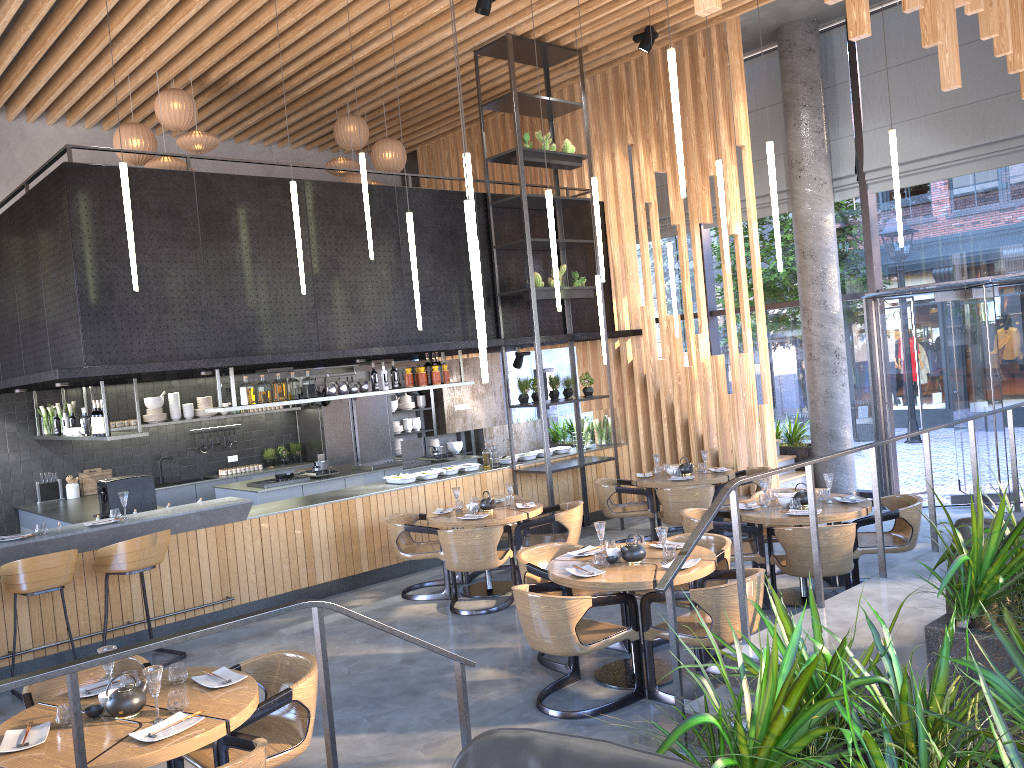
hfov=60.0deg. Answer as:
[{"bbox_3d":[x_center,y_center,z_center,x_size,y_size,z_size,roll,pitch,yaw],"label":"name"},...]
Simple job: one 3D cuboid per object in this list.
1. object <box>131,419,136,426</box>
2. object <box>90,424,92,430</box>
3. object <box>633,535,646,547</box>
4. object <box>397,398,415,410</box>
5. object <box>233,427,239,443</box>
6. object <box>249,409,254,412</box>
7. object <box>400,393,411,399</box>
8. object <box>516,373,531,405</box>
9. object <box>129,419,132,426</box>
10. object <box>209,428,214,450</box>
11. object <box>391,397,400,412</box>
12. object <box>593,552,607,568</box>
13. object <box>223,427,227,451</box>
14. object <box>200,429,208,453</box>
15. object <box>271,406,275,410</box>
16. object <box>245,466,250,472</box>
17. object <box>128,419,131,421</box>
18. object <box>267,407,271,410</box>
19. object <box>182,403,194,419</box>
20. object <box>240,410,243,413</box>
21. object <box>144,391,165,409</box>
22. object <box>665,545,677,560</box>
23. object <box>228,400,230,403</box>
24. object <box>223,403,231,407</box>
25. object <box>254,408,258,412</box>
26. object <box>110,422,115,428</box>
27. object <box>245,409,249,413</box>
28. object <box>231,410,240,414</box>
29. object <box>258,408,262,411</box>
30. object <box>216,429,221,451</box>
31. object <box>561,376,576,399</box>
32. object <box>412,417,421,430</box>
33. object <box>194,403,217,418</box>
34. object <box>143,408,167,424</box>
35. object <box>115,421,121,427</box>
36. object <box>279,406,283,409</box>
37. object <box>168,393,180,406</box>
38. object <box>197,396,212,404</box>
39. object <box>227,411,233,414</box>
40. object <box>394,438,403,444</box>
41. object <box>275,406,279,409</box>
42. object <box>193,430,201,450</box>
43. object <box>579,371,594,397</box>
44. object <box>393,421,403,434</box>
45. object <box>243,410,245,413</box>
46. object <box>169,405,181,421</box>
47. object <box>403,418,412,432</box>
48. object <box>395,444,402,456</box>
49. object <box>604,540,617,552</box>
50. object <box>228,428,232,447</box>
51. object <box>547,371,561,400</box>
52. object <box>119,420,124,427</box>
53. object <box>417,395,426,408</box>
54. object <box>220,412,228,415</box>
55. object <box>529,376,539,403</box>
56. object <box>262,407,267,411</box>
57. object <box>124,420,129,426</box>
[{"bbox_3d":[-4.987,0.506,11.681,0.062,0.078,0.062,-4,2,44],"label":"object"},{"bbox_3d":[-5.428,0.551,11.479,0.062,0.078,0.062,-6,2,-36],"label":"object"},{"bbox_3d":[0.874,1.091,6.103,0.086,0.086,0.086,-6,1,-16],"label":"object"},{"bbox_3d":[-1.752,0.329,14.598,0.304,0.195,0.300,-6,2,-30],"label":"object"},{"bbox_3d":[-3.983,0.723,12.771,0.074,0.256,0.074,-5,1,4],"label":"object"},{"bbox_3d":[-3.744,0.367,12.741,0.062,0.078,0.062,-6,2,-36],"label":"object"},{"bbox_3d":[-1.763,0.196,14.598,0.204,0.106,0.204,-5,1,15],"label":"object"},{"bbox_3d":[0.140,0.050,10.200,0.186,0.367,0.196,-5,1,4],"label":"object"},{"bbox_3d":[-5.032,0.509,11.732,0.062,0.078,0.062,-4,2,44],"label":"object"},{"bbox_3d":[-4.264,0.779,12.565,0.062,0.306,0.038,-7,2,-41],"label":"object"},{"bbox_3d":[-1.964,0.329,14.335,0.249,0.243,0.248,-6,2,-41],"label":"object"},{"bbox_3d":[0.562,1.130,5.684,0.086,0.086,0.086,-5,1,6],"label":"object"},{"bbox_3d":[-4.114,0.791,12.706,0.033,0.363,0.024,-7,2,-41],"label":"object"},{"bbox_3d":[-4.351,0.804,12.493,0.104,0.336,0.031,-7,2,-42],"label":"object"},{"bbox_3d":[-3.497,0.339,12.958,0.062,0.078,0.062,-6,2,-36],"label":"object"},{"bbox_3d":[-3.787,1.213,12.691,0.062,0.078,0.062,-6,2,-36],"label":"object"},{"bbox_3d":[-5.080,0.512,11.786,0.062,0.078,0.062,-4,2,44],"label":"object"},{"bbox_3d":[-3.545,0.344,12.916,0.062,0.078,0.062,-6,2,-36],"label":"object"},{"bbox_3d":[-4.458,0.377,12.218,0.143,0.214,0.149,-6,1,-12],"label":"object"},{"bbox_3d":[-3.888,0.379,12.801,0.062,0.078,0.062,-6,2,-36],"label":"object"},{"bbox_3d":[-4.818,0.232,11.940,0.249,0.243,0.248,-6,2,-41],"label":"object"},{"bbox_3d":[1.017,1.088,5.722,0.086,0.086,0.086,-4,2,35],"label":"object"},{"bbox_3d":[-4.025,0.273,12.563,0.019,0.082,0.111,-7,2,-41],"label":"object"},{"bbox_3d":[-4.047,0.312,12.592,0.118,0.083,0.118,-4,2,37],"label":"object"},{"bbox_3d":[-3.694,0.362,12.784,0.062,0.078,0.062,-6,2,-36],"label":"object"},{"bbox_3d":[-5.185,0.528,11.507,0.062,0.078,0.062,-4,2,44],"label":"object"},{"bbox_3d":[-3.795,0.373,12.695,0.062,0.078,0.062,-6,2,-36],"label":"object"},{"bbox_3d":[-3.907,0.388,12.536,0.146,0.073,0.146,-5,2,21],"label":"object"},{"bbox_3d":[-3.645,0.356,12.828,0.062,0.078,0.062,-6,2,-36],"label":"object"},{"bbox_3d":[-4.189,0.786,12.640,0.068,0.337,0.024,-7,2,-41],"label":"object"},{"bbox_3d":[0.686,0.029,10.706,0.211,0.283,0.221,-6,2,-28],"label":"object"},{"bbox_3d":[-1.583,0.660,14.715,0.143,0.214,0.149,-6,1,-12],"label":"object"},{"bbox_3d":[-4.281,0.366,12.385,0.304,0.195,0.300,-6,2,-30],"label":"object"},{"bbox_3d":[-4.802,0.426,11.926,0.304,0.195,0.300,-6,2,-30],"label":"object"},{"bbox_3d":[-5.135,0.523,11.551,0.062,0.078,0.062,-4,2,44],"label":"object"},{"bbox_3d":[-3.398,0.328,13.045,0.062,0.078,0.062,-6,2,-36],"label":"object"},{"bbox_3d":[-4.607,0.228,12.096,0.143,0.214,0.149,-6,1,-12],"label":"object"},{"bbox_3d":[-4.293,0.234,12.384,0.204,0.106,0.204,-5,1,15],"label":"object"},{"bbox_3d":[-4.022,0.391,12.658,0.118,0.083,0.118,-6,1,-9],"label":"object"},{"bbox_3d":[-1.864,0.932,14.392,0.204,0.106,0.204,-5,1,15],"label":"object"},{"bbox_3d":[-3.447,0.333,13.002,0.062,0.078,0.062,-6,2,-36],"label":"object"},{"bbox_3d":[-4.413,0.784,12.385,0.103,0.280,0.103,-5,1,1],"label":"object"},{"bbox_3d":[0.897,-0.003,10.622,0.172,0.311,0.179,-5,1,15],"label":"object"},{"bbox_3d":[-1.926,0.709,14.424,0.304,0.195,0.300,-6,2,-30],"label":"object"},{"bbox_3d":[-3.840,0.376,12.747,0.062,0.078,0.062,-6,2,-36],"label":"object"},{"bbox_3d":[-4.592,0.392,12.100,0.143,0.214,0.149,-6,1,-12],"label":"object"},{"bbox_3d":[-1.716,0.676,14.598,0.143,0.214,0.149,-6,1,-12],"label":"object"},{"bbox_3d":[-1.852,1.064,14.392,0.304,0.195,0.300,-6,2,-30],"label":"object"},{"bbox_3d":[0.671,1.111,6.050,0.086,0.086,0.086,-6,1,-16],"label":"object"},{"bbox_3d":[-4.067,0.752,12.759,0.035,0.298,0.032,-5,1,1],"label":"object"},{"bbox_3d":[0.506,0.008,10.522,0.186,0.367,0.196,-5,1,4],"label":"object"},{"bbox_3d":[-5.130,0.520,11.645,0.062,0.078,0.062,-4,2,44],"label":"object"},{"bbox_3d":[-1.505,0.294,14.730,0.143,0.214,0.149,-6,1,-12],"label":"object"},{"bbox_3d":[-4.070,0.399,12.537,0.118,0.083,0.118,-6,1,-13],"label":"object"},{"bbox_3d":[0.271,0.061,10.381,0.172,0.311,0.179,-6,2,-30],"label":"object"},{"bbox_3d":[-3.595,0.350,12.872,0.062,0.078,0.062,-6,2,-36],"label":"object"},{"bbox_3d":[-5.082,0.514,11.688,0.062,0.078,0.062,-4,2,44],"label":"object"}]
